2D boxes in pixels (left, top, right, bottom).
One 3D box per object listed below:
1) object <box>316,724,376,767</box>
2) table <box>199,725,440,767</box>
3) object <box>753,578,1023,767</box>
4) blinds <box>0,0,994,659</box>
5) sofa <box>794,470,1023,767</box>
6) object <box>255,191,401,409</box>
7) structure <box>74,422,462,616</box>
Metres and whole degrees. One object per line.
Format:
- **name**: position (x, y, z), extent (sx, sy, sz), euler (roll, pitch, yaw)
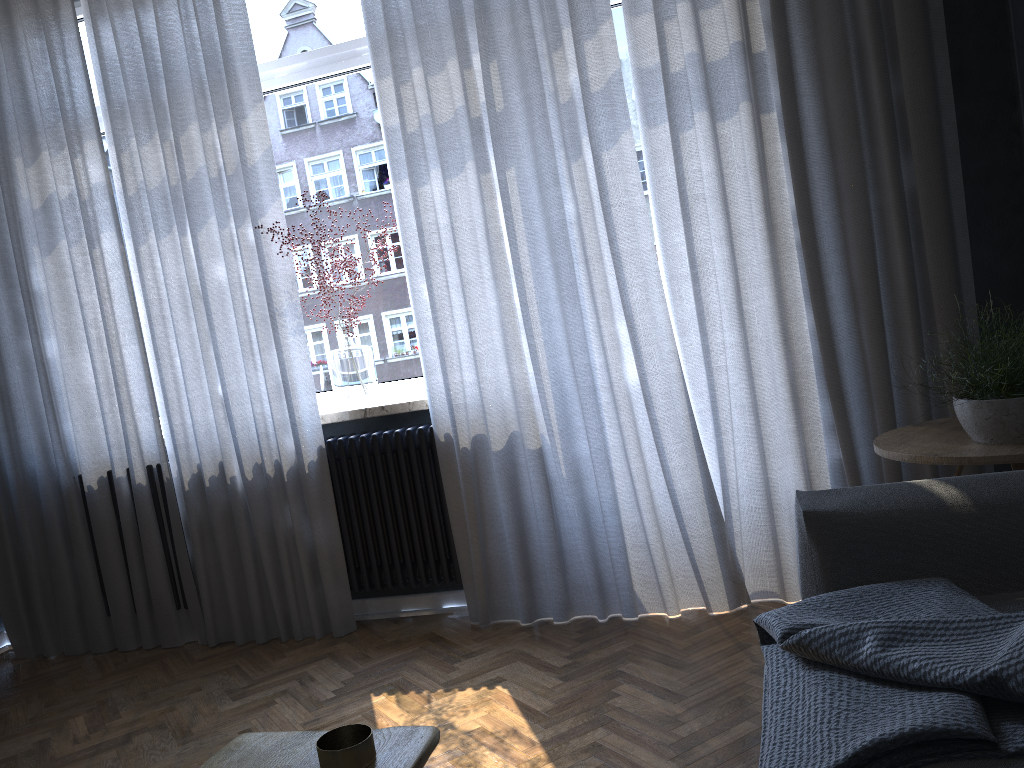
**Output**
- **object**: position (-0.283, 0.481, 0.989), extent (0.103, 0.033, 0.368), euler (-8, 4, 25)
- **table**: position (-0.294, 0.784, 0.888), extent (0.339, 0.550, 0.786), euler (-8, 4, 14)
- **object**: position (0.634, 0.491, 1.443), extent (0.490, 0.329, 0.665), euler (-8, 4, 19)
- **blinds**: position (-0.455, -0.488, 3.231), extent (3.995, 2.792, 0.312), euler (-8, 5, 14)
- **sofa**: position (0.791, 0.483, 0.809), extent (0.970, 0.799, 2.336), euler (-8, 4, 14)
- **object**: position (-0.648, -0.307, 3.392), extent (0.514, 0.810, 0.599), euler (-10, 4, -12)
- **structure**: position (-0.952, 0.544, 3.539), extent (1.847, 0.601, 0.215), euler (-8, 5, 14)
